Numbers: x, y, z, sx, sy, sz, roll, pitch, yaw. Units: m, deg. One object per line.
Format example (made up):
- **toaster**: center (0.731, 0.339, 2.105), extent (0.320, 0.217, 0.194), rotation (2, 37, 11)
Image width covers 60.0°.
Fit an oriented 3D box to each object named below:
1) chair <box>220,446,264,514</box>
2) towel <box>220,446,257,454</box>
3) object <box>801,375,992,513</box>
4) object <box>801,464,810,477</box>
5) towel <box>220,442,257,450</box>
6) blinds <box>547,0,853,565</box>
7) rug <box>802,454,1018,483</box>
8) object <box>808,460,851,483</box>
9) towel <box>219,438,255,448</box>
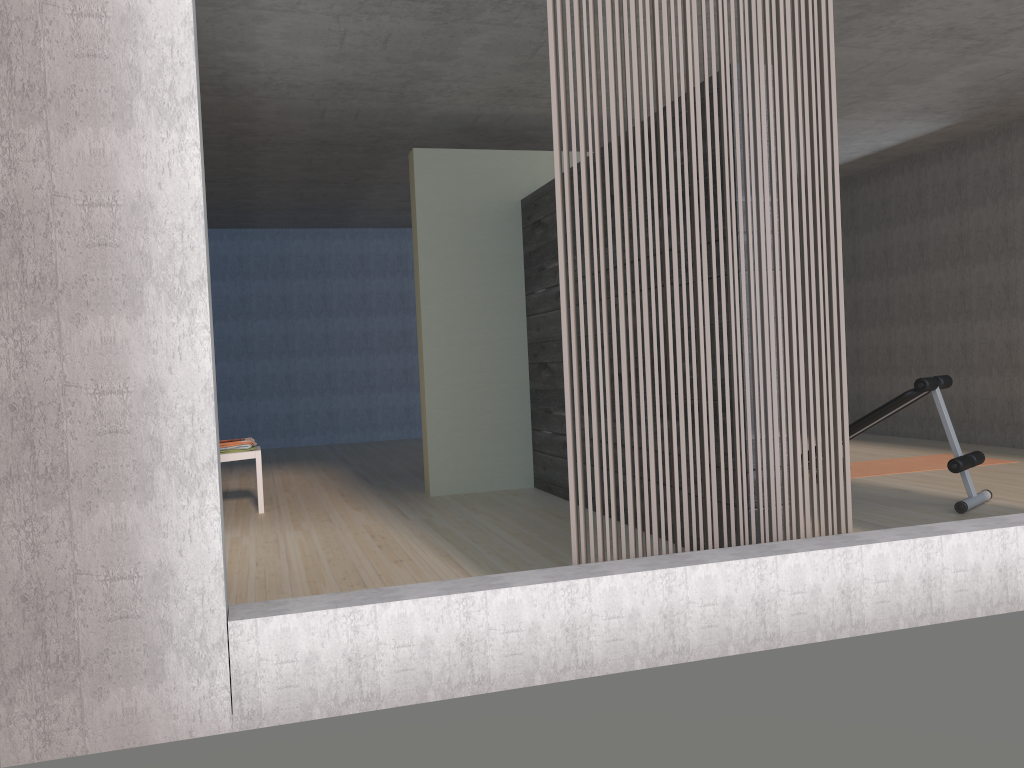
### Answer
- **chair**: center (-1.971, 0.543, 6.128), extent (0.457, 0.697, 0.417), rotation (-3, 1, -17)
- **towel**: center (-1.922, 0.454, 6.133), extent (0.307, 0.038, 0.297), rotation (-3, 1, -17)
- **object**: center (2.151, 0.335, 5.452), extent (1.312, 0.746, 0.505), rotation (-1, 2, 43)
- **object**: center (2.022, 0.599, 6.393), extent (0.385, 0.176, 0.176), rotation (-4, 2, -45)
- **towel**: center (-1.931, 0.434, 6.137), extent (0.306, 0.047, 0.297), rotation (-3, 1, -12)
- **blinds**: center (0.686, -0.537, 3.128), extent (1.133, 2.744, 0.069), rotation (-3, 1, -16)
- **rug**: center (2.450, 0.664, 6.745), extent (2.779, 0.002, 0.716), rotation (-3, 1, -16)
- **object**: center (2.230, 0.603, 6.225), extent (0.385, 0.176, 0.176), rotation (-3, 2, -25)
- **towel**: center (-1.930, 0.410, 6.131), extent (0.294, 0.046, 0.297), rotation (-3, 1, -16)
